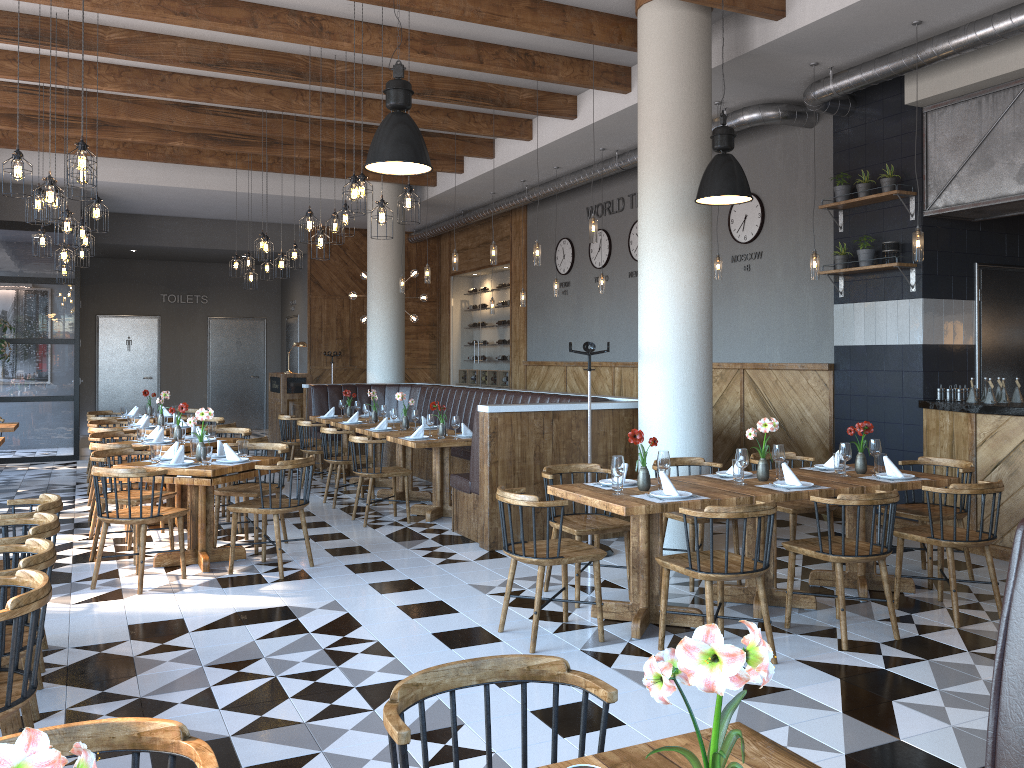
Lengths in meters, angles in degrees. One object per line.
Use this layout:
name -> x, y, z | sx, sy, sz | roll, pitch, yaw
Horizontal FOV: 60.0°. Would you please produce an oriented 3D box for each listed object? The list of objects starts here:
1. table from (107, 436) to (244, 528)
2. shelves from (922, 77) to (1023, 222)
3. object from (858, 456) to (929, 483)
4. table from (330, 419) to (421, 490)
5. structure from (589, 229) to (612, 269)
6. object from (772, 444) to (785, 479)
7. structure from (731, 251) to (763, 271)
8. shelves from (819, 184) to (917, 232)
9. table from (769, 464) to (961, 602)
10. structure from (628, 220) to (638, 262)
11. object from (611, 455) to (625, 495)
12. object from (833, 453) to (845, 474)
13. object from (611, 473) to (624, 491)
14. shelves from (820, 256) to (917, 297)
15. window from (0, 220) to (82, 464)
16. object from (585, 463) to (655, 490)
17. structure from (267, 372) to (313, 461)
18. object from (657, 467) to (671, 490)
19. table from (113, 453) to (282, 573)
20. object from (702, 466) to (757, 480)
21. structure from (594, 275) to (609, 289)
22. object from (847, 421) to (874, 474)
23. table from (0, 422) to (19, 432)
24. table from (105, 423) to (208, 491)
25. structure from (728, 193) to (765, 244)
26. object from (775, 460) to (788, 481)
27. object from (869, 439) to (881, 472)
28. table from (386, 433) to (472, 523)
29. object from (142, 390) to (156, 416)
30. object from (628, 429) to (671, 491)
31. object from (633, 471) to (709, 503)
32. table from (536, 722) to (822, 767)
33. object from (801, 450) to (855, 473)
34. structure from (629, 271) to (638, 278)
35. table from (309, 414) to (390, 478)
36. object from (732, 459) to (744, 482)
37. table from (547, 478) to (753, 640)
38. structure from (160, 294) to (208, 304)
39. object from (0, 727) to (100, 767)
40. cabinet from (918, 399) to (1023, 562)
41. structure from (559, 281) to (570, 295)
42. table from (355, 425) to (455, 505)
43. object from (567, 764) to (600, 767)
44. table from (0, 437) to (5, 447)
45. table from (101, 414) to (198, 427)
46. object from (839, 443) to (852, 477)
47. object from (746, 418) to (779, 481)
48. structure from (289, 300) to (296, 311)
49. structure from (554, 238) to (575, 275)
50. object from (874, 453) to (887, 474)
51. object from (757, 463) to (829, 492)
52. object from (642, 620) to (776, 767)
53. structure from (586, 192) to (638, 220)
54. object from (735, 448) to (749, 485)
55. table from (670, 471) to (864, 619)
table -> -3.108, 0.908, 8.232 | 0.864, 0.764, 0.864 | 0, 1, 19
shelves -> 5.172, -1.449, 5.256 | 0.682, 1.796, 5.865 | 0, 1, -26
object -> 2.440, 0.534, 5.656 | 0.352, 0.137, 0.272 | -1, 1, -26
table -> -1.635, 0.840, 10.537 | 0.850, 0.764, 0.850 | 0, 1, -26
structure -> 1.243, -1.906, 12.512 | 0.046, 0.561, 0.560 | 0, 0, -26
object -> 1.701, 0.495, 5.651 | 0.081, 0.215, 0.081 | 0, -1, -34
structure -> 2.587, -1.338, 9.765 | 0.021, 0.200, 0.498 | 0, 1, -26
shelves -> 3.244, -1.604, 8.128 | 0.247, 0.297, 0.904 | 0, 1, -26
table -> 2.315, 0.977, 5.880 | 0.850, 0.764, 0.850 | 0, 1, -26
structure -> 1.689, -1.879, 11.592 | 0.046, 0.561, 0.560 | 0, 0, -26
object -> 0.597, 0.514, 4.994 | 0.081, 0.215, 0.081 | 0, -1, 28
object -> 2.179, 0.529, 5.895 | 0.080, 0.132, 0.080 | 0, 0, 4
object -> 0.611, 0.551, 5.134 | 0.080, 0.132, 0.080 | 0, 0, 4
shelves -> 3.244, -0.974, 8.119 | 0.247, 0.297, 0.904 | 0, 1, -26
window -> -8.138, -0.625, 13.688 | 2.727, 3.550, 2.185 | 0, 0, -26
object -> 0.651, 0.542, 5.372 | 0.352, 0.137, 0.272 | -1, 1, -26
structure -> -3.352, 0.481, 13.649 | 0.645, 1.301, 1.045 | 0, 0, -26
object -> 0.878, 0.552, 5.123 | 0.080, 0.132, 0.080 | 0, 0, 9
table -> -2.322, 0.956, 6.613 | 0.864, 0.764, 0.864 | 0, 1, 19
object -> 1.451, 0.530, 5.760 | 0.352, 0.137, 0.272 | -1, 1, -26
structure -> 1.260, -1.419, 12.499 | 0.021, 0.200, 0.369 | 0, 1, -26
object -> 2.301, 0.419, 5.848 | 0.156, 0.355, 0.171 | 0, 0, 12
table -> -6.077, 0.856, 9.999 | 0.850, 0.764, 0.850 | 0, 1, -26
table -> -3.920, 0.859, 9.904 | 0.864, 0.764, 0.864 | 0, 1, 19
structure -> 2.578, -1.825, 9.762 | 0.046, 0.561, 0.560 | 0, 0, -26
object -> 1.678, 0.540, 5.512 | 0.080, 0.132, 0.080 | 0, 0, -11
object -> 2.468, 0.484, 6.024 | 0.081, 0.215, 0.081 | 0, -1, -34
table -> -0.677, 0.898, 8.564 | 0.850, 0.764, 0.850 | 0, 1, -26
object -> -4.775, 0.249, 11.624 | 0.171, 0.355, 0.156 | 0, 0, 21
object -> 0.815, 0.438, 5.187 | 0.295, 0.355, 0.166 | 0, 0, -20
object -> 0.872, 0.556, 4.895 | 0.352, 0.137, 0.272 | -1, 1, -26
table -> 0.284, 1.112, 1.305 | 0.850, 0.764, 0.850 | 0, 1, -26
object -> 2.218, 0.520, 6.132 | 0.352, 0.137, 0.272 | -1, 1, -26
structure -> 1.697, -1.452, 11.599 | 0.021, 0.080, 0.583 | 0, 1, -26
table -> -2.117, 0.811, 11.530 | 0.850, 0.764, 0.850 | 0, 1, -26
object -> 1.412, 0.540, 5.522 | 0.080, 0.132, 0.080 | 0, 0, 4
table -> 0.779, 0.999, 5.135 | 0.850, 0.764, 0.850 | 0, 1, -26
structure -> -6.779, -1.758, 18.328 | 0.916, 0.166, 0.035 | -1, 0, -26
object -> -0.513, 0.541, 0.934 | 0.146, 0.400, 0.206 | 0, 0, -20
cabinet -> 5.901, 0.783, 5.652 | 3.027, 1.165, 5.994 | -1, 2, -26
structure -> 0.803, -1.446, 13.440 | 0.021, 0.197, 0.305 | 0, 1, -26
table -> -1.159, 0.869, 9.557 | 0.850, 0.764, 0.850 | 0, 1, -26
object -> 0.123, 0.691, 1.489 | 0.175, 0.067, 0.176 | 0, 1, 10
table -> -5.136, 0.913, 8.059 | 0.850, 0.764, 0.850 | 0, 1, -26
table -> -4.741, 0.809, 11.595 | 0.864, 0.764, 0.864 | 0, 1, 19
object -> 2.164, 0.492, 5.755 | 0.081, 0.215, 0.081 | 0, -1, -34
object -> 1.559, 0.406, 5.519 | 0.206, 0.400, 0.146 | 0, 0, 23
structure -> -4.467, -1.602, 18.073 | 0.025, 0.197, 0.565 | 0, 1, -26
structure -> 0.797, -1.933, 13.431 | 0.046, 0.561, 0.560 | 0, 0, -26
object -> 2.445, 0.529, 5.884 | 0.080, 0.132, 0.080 | 0, 0, -11
object -> 1.672, 0.545, 5.284 | 0.352, 0.137, 0.272 | -1, 1, -26
object -> 0.278, 0.531, 1.272 | 0.206, 0.400, 0.146 | 0, 0, 31
structure -> 1.682, -2.427, 11.629 | 0.033, 0.199, 2.729 | 0, 1, -26
object -> 1.397, 0.503, 5.382 | 0.081, 0.215, 0.081 | 0, -1, 28
table -> 1.547, 0.988, 5.507 | 0.850, 0.764, 0.850 | 0, 1, -26
